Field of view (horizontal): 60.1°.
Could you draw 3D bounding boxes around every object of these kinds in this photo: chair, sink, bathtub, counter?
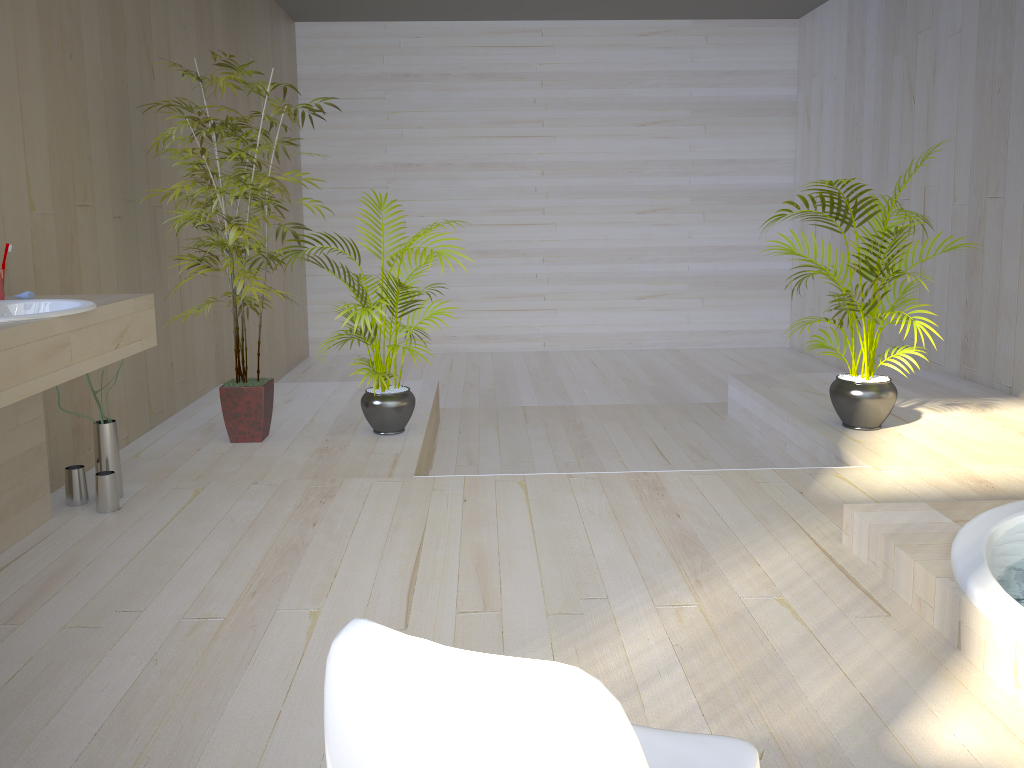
[{"bbox_3d":[0.041,0.350,0.929,0.369,0.344,0.457,4,11,26],"label":"chair"},{"bbox_3d":[-1.416,-0.212,2.411,0.504,0.416,0.579,0,10,2],"label":"sink"},{"bbox_3d":[1.961,0.579,1.951,1.821,0.693,1.662,-1,10,-2],"label":"bathtub"},{"bbox_3d":[-1.457,0.203,2.430,0.550,0.784,1.216,-1,10,-2],"label":"counter"}]

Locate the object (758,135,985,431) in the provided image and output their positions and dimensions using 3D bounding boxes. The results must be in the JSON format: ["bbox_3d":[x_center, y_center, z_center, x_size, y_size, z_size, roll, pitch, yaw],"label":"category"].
[{"bbox_3d":[1.609,-0.453,4.103,1.066,1.335,0.880,-3,9,-13],"label":"object"}]

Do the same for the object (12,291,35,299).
[{"bbox_3d":[-1.551,-0.283,2.813,0.105,0.029,0.033,8,13,38],"label":"object"}]

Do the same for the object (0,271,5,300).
[{"bbox_3d":[-1.593,-0.318,2.738,0.039,0.134,0.039,6,10,39],"label":"object"}]

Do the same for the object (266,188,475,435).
[{"bbox_3d":[-0.547,-0.341,4.132,0.918,1.148,0.756,5,10,31],"label":"object"}]

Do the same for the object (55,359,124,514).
[{"bbox_3d":[-1.597,0.082,3.159,0.407,0.743,0.276,-3,8,-14],"label":"object"}]

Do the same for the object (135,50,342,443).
[{"bbox_3d":[-1.297,-0.602,4.030,0.787,1.742,0.942,3,9,23],"label":"object"}]

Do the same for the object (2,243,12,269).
[{"bbox_3d":[-1.626,-0.363,2.845,0.012,0.176,0.050,5,10,37],"label":"object"}]

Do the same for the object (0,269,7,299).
[{"bbox_3d":[-1.644,-0.317,2.827,0.058,0.099,0.059,1,9,8],"label":"object"}]
